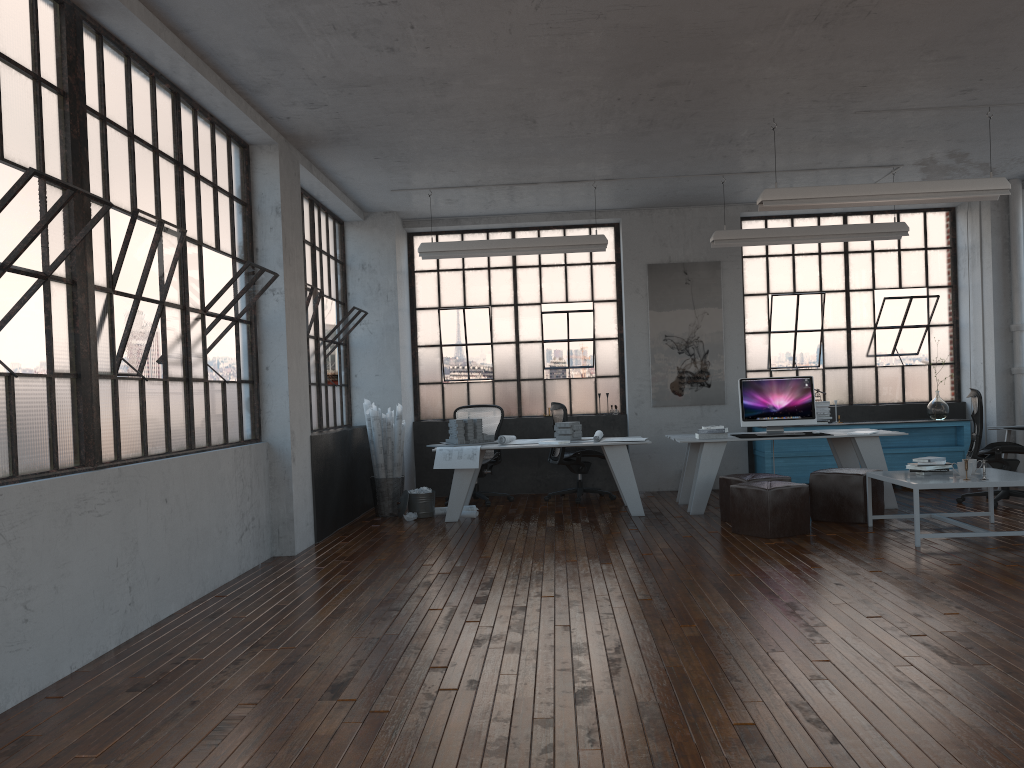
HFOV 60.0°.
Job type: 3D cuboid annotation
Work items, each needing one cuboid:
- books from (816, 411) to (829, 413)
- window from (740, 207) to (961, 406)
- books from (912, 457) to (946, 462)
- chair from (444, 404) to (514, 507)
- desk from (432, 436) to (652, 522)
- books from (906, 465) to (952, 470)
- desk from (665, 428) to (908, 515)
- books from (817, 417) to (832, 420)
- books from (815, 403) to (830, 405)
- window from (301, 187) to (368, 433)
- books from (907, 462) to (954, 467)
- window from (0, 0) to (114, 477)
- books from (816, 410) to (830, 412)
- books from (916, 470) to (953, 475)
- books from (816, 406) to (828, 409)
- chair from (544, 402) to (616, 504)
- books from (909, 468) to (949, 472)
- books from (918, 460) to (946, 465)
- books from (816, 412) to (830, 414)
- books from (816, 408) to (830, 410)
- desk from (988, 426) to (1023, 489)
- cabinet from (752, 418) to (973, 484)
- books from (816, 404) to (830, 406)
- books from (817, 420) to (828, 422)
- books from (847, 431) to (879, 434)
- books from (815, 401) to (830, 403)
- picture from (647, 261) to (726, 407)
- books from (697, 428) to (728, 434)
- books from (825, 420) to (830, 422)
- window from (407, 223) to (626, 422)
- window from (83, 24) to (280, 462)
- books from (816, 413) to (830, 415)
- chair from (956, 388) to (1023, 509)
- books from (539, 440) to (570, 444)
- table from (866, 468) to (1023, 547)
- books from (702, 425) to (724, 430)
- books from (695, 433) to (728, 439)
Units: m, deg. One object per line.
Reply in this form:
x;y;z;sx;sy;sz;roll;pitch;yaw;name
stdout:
3.478;0.321;10.147;0.254;0.012;0.161;-2;-1;3;books
3.955;-0.871;10.435;2.591;2.392;0.669;-2;1;3;window
3.219;0.583;6.844;0.202;0.026;0.141;-2;-1;-27;books
-0.377;0.772;9.775;0.770;1.086;0.792;-2;0;-3;chair
0.309;0.925;8.805;2.056;0.697;1.064;-2;0;3;desk
3.234;0.639;6.876;0.272;0.031;0.200;-2;-1;-22;books
2.625;0.840;8.691;2.077;0.704;1.075;-2;0;3;desk
3.473;0.393;10.155;0.331;0.025;0.176;-2;-1;3;books
3.468;0.226;10.151;0.288;0.016;0.182;-2;-1;3;books
-1.918;-0.672;8.634;0.670;2.391;2.590;-2;0;3;window
3.243;0.621;6.872;0.275;0.014;0.200;-2;-1;3;books
-2.187;-0.726;3.135;0.670;2.260;2.456;-2;0;3;window
3.485;0.306;10.155;0.263;0.017;0.167;-2;-1;3;books
3.267;0.684;6.864;0.218;0.028;0.171;-2;-1;3;books
3.452;0.269;10.169;0.296;0.028;0.180;-2;-1;3;books
0.717;0.731;9.788;0.792;1.086;0.770;-2;0;-28;chair
3.234;0.662;6.878;0.274;0.025;0.210;-2;-1;23;books
3.242;0.605;6.841;0.185;0.026;0.125;-3;-1;33;books
3.468;0.334;10.154;0.285;0.012;0.159;-2;-1;3;books
3.476;0.290;10.169;0.288;0.016;0.182;-2;-1;3;books
5.150;0.745;8.155;0.933;0.688;1.226;-2;0;3;desk
3.912;0.800;10.010;2.262;0.733;0.626;-2;0;3;cabinet
3.470;0.244;10.151;0.273;0.021;0.174;-2;-1;3;books
3.387;0.420;9.943;0.251;0.012;0.202;-2;-1;4;books
3.285;0.455;8.296;0.205;0.019;0.243;-3;-1;43;books
3.461;0.210;10.140;0.288;0.016;0.182;-2;-1;3;books
2.008;-0.574;10.209;0.853;1.651;0.025;-2;1;3;picture
1.909;0.444;8.419;0.257;0.044;0.193;-2;-1;23;books
3.486;0.425;10.149;0.254;0.012;0.161;-2;-1;3;books
0.055;-0.723;10.628;2.591;2.392;0.669;-2;1;3;window
-2.068;-0.702;5.560;0.670;2.260;2.456;-2;0;3;window
3.490;0.345;10.145;0.256;0.013;0.161;-2;-1;3;books
4.557;0.569;8.238;0.792;1.086;0.770;-2;0;7;chair
0.410;0.562;8.541;0.235;0.024;0.200;-3;-1;39;books
3.361;0.912;6.705;0.991;0.445;0.972;-2;0;3;table
1.910;0.413;8.433;0.185;0.030;0.153;-2;-1;3;books
1.898;0.492;8.443;0.271;0.050;0.200;-2;-1;3;books
